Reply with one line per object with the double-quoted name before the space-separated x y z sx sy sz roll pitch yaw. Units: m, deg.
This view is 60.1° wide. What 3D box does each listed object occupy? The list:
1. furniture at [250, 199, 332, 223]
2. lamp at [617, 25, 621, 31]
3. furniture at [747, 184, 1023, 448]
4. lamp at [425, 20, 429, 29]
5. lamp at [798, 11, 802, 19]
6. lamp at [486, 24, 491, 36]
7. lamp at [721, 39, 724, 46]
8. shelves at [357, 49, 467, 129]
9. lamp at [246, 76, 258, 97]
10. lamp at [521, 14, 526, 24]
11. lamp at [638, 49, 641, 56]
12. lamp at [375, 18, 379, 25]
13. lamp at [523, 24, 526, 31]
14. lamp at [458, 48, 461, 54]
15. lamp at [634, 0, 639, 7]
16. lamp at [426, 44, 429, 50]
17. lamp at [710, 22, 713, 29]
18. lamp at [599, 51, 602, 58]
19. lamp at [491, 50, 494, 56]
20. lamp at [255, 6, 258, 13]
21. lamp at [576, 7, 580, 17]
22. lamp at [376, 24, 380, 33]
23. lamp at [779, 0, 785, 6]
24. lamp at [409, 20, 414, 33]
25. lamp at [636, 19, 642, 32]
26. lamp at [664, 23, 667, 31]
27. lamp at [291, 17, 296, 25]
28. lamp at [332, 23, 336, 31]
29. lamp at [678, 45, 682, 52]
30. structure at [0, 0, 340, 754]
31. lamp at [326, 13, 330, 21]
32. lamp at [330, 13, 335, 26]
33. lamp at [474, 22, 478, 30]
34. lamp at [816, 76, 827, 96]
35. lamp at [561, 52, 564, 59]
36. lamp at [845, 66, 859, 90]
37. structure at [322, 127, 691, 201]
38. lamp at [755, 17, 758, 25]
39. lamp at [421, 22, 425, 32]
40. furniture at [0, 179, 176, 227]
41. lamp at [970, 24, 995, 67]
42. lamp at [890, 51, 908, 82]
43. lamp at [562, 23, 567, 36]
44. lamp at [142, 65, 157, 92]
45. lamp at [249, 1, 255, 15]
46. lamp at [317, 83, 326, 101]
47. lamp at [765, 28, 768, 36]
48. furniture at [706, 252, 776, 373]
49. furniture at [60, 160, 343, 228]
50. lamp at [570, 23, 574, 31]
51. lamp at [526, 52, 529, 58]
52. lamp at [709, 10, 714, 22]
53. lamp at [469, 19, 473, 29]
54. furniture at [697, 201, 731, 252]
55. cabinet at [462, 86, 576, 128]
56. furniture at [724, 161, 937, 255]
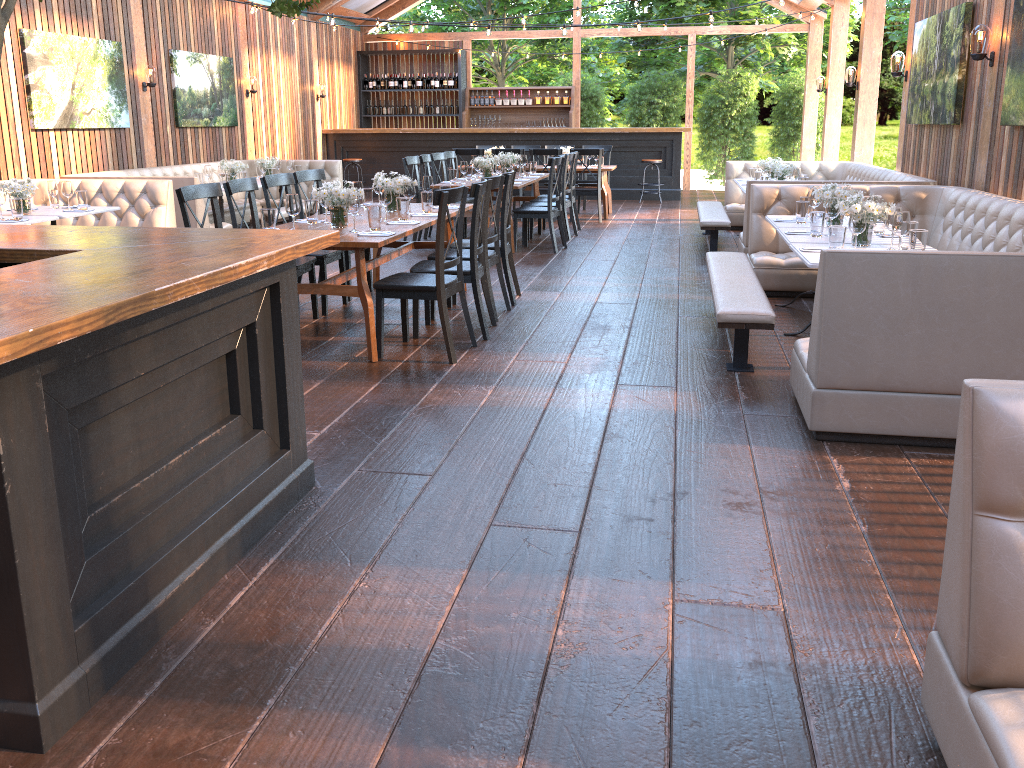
"furniture" -2.616 -2.066 11.151 0.313 0.393 2.365 2 17 10
"lamp" 1.704 -5.677 14.077 0.056 0.119 0.057 7 16 29
"furniture" 2.535 -0.704 5.669 1.710 0.846 4.224 3 17 10
"lamp" -1.325 -5.586 13.749 0.057 0.118 0.057 -8 16 -28
"lamp" 4.697 -6.015 14.427 0.056 0.116 0.068 4 15 18
"lamp" -0.234 -3.507 8.769 0.056 0.118 0.057 4 14 16
"lamp" 3.658 -5.943 15.376 0.065 0.116 0.057 3 14 13
"shelves" -2.060 -5.522 18.585 2.203 2.787 0.509 2 13 10
"lamp" -4.022 -4.608 13.697 0.178 0.315 0.148 2 14 10
"lamp" 0.147 -4.663 11.308 0.057 0.118 0.057 1 14 4
"lamp" 2.315 -6.037 16.108 0.056 0.119 0.057 -7 15 -26
"lamp" -2.081 -5.597 13.667 0.057 0.118 0.059 -10 17 -35
"lamp" 0.197 -5.615 13.900 0.056 0.118 0.057 4 14 16
"lamp" -1.054 -6.700 17.777 0.056 0.117 0.062 4 14 16
"lamp" 1.493 -4.584 10.619 0.056 0.119 0.057 -4 14 -13
"lamp" -1.725 -6.898 18.100 0.058 0.118 0.057 -10 17 -34
"lamp" 3.214 -5.785 14.252 0.056 0.119 0.057 1 14 4
"lamp" 1.647 -6.127 16.462 0.056 0.119 0.057 -5 15 -20
"lamp" -0.381 -6.523 17.455 0.056 0.117 0.062 2 14 10
"lamp" -3.850 -5.647 13.324 0.056 0.116 0.066 -8 16 -28
"lamp" 0.818 -4.612 10.960 0.056 0.119 0.057 6 15 24
"lamp" -1.878 -4.961 12.352 0.057 0.119 0.057 13 19 43
"lamp" 2.770 -3.938 9.080 0.057 0.118 0.060 12 18 40
"lamp" -0.987 -3.501 8.668 0.056 0.119 0.057 7 16 29
"lamp" 1.287 -3.618 8.930 0.056 0.118 0.057 -8 16 -28
"lamp" 2.457 -5.720 14.162 0.056 0.119 0.057 7 15 26
"lamp" -3.212 -5.344 13.009 0.057 0.116 0.067 11 18 38
"lamp" -2.549 -5.121 12.691 0.056 0.119 0.057 6 15 26
"lamp" 2.993 -5.976 15.764 0.056 0.119 0.057 -6 15 -23
"structure" -1.702 -1.193 2.494 2.719 3.641 2.892 5 15 19
"lamp" -2.829 -5.639 13.597 0.061 0.117 0.057 7 15 26
"lamp" -1.745 -3.539 8.594 0.056 0.119 0.057 -1 14 -2
"lamp" -0.568 -5.596 13.830 0.056 0.118 0.057 -9 16 -32
"lamp" 5.154 -4.971 14.748 0.178 0.315 0.148 2 14 10
"lamp" 0.969 -6.231 16.789 0.059 0.118 0.057 -4 14 -16
"lamp" 4.646 -4.184 12.104 0.178 0.315 0.148 2 14 10
"structure" -0.138 -4.133 16.554 6.804 1.256 0.870 3 15 10
"lamp" 3.966 -5.879 14.335 0.056 0.119 0.057 -3 14 -11
"lamp" -1.209 -4.841 11.997 0.056 0.118 0.060 -3 14 -9
"furniture" -4.541 -1.052 6.973 1.710 0.846 4.224 3 17 10
"lamp" 3.637 -2.619 6.852 0.178 0.315 0.148 2 14 10
"lamp" 4.140 -3.399 9.470 0.178 0.315 0.148 2 14 10
"lamp" 0.527 -3.541 8.848 0.056 0.119 0.057 2 14 9
"lamp" -4.528 -3.823 11.063 0.178 0.315 0.148 2 14 10
"lamp" -2.499 -3.614 8.506 0.057 0.119 0.057 10 17 37
"lamp" -3.514 -5.395 16.341 0.178 0.315 0.148 2 14 10
"lamp" 4.322 -5.974 15.010 0.056 0.118 0.057 4 15 18
"furniture" 1.477 -0.536 5.918 0.313 0.393 2.365 2 17 10
"furniture" -3.709 -2.342 11.305 1.710 0.846 4.224 3 17 10
"lamp" 0.949 -5.645 13.992 0.056 0.119 0.057 10 17 35
"lamp" 0.302 -6.370 17.142 0.057 0.119 0.057 12 19 42
"lamp" 2.033 -3.747 9.015 0.056 0.118 0.057 2 14 8
"lamp" -0.535 -4.743 11.661 0.056 0.119 0.057 -6 15 -20
"furniture" 2.309 -1.825 10.247 0.313 0.393 2.365 2 17 10
"cabinet" 0.143 -5.062 18.265 2.275 2.063 0.501 3 14 10
"furniture" 3.369 -1.998 10.011 1.710 0.846 4.224 3 17 10
